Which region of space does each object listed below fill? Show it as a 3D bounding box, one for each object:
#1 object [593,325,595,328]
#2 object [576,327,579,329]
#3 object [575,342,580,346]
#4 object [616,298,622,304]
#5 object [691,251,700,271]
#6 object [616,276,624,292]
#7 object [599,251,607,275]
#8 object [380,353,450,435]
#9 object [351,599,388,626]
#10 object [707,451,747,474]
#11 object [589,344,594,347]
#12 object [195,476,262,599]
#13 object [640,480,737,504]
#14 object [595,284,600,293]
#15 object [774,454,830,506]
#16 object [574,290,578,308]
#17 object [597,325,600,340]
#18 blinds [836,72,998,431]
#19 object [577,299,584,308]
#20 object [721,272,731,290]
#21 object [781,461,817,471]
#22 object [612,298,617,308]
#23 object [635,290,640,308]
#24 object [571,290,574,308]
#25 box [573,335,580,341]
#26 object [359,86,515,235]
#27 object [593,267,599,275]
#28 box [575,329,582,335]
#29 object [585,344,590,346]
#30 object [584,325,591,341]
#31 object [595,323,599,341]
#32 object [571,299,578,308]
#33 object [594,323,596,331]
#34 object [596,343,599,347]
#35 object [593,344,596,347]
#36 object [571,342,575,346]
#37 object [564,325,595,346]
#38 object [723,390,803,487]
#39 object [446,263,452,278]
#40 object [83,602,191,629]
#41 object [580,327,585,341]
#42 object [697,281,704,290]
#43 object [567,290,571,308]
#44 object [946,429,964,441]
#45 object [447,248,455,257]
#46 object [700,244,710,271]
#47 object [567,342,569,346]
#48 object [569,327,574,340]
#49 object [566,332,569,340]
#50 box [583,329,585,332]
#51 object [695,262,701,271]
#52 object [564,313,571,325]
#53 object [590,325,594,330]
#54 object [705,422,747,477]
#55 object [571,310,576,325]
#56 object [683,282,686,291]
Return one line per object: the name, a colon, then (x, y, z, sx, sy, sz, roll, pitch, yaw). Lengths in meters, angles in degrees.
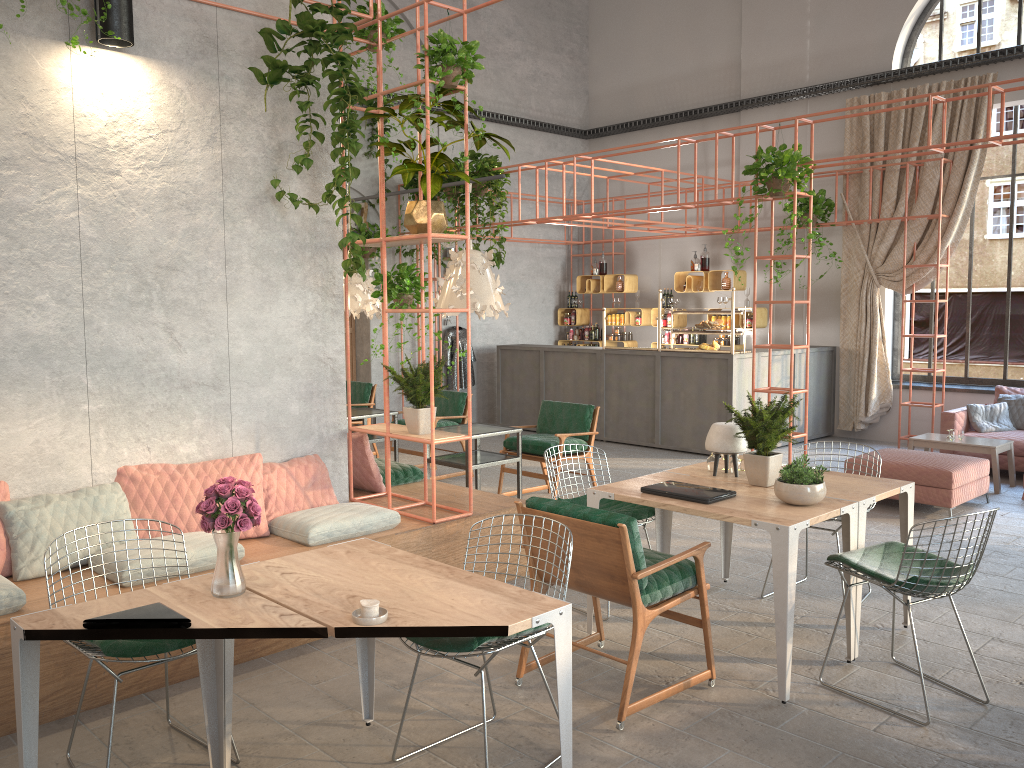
object: (1.329, -0.834, 14.421, 0.072, 0.248, 0.094, -5, 7, -44)
object: (1.081, -0.834, 14.667, 0.070, 0.209, 0.070, 2, 6, 29)
object: (1.083, -0.572, 14.707, 0.074, 0.243, 0.254, -2, 5, -13)
object: (1.670, -1.266, 13.838, 0.083, 0.159, 0.083, -4, 6, -35)
object: (2.681, -1.792, 12.961, 0.134, 0.301, 0.134, 3, 6, 35)
object: (1.695, -1.564, 13.898, 0.137, 0.261, 0.137, -1, 5, -8)
object: (1.455, -1.932, 14.173, 0.134, 0.386, 0.134, -1, 5, -10)
object: (-0.592, 0.060, 5.665, 0.438, 0.527, 0.368, -5, 7, -44)
object: (-0.453, 0.718, 2.827, 0.115, 0.078, 0.115, -4, 6, -38)
object: (1.284, 0.441, 5.300, 0.210, 0.154, 0.165, 3, 6, 36)
object: (1.288, -0.536, 14.417, 0.094, 0.219, 0.094, -5, 7, -44)
object: (-0.978, 0.527, 3.080, 0.225, 0.414, 0.213, 4, 7, 38)
object: (0.920, 0.564, 4.641, 0.268, 0.031, 0.427, -5, 7, -44)
object: (1.387, -1.523, 14.133, 0.123, 0.142, 0.141, -5, 7, -44)
object: (1.432, 0.473, 4.411, 0.248, 0.247, 0.254, -5, 7, -44)
object: (1.056, -1.401, 14.673, 0.066, 0.291, 0.066, -1, 5, -4)
object: (1.381, -0.838, 14.468, 0.072, 0.248, 0.094, -5, 7, -44)
blinds: (6.069, -1.431, 10.028, 0.414, 4.389, 4.957, -5, 7, -43)
object: (1.121, -1.323, 14.595, 0.115, 0.147, 0.115, 0, 5, 1)
object: (3.027, -1.452, 12.520, 0.137, 0.261, 0.137, -1, 5, -8)
object: (1.691, 0.496, 5.240, 0.218, 0.041, 0.218, -4, 6, -35)
object: (1.606, -1.271, 13.903, 0.083, 0.159, 0.083, -4, 6, -35)
object: (1.941, -1.315, 13.730, 0.075, 0.273, 0.075, 1, 5, 12)
object: (0.996, -1.396, 14.618, 0.066, 0.291, 0.066, -4, 6, -37)
box: (1.060, -0.759, 14.481, 0.058, 0.093, 0.122, -5, 7, -44)
object: (-0.472, -1.404, 5.546, 0.934, 0.947, 0.903, 0, 5, 8)
object: (1.333, -1.793, 14.109, 0.088, 0.123, 0.088, 1, 5, 12)
box: (1.086, -0.855, 14.503, 0.058, 0.093, 0.122, -4, 6, -32)
object: (1.223, -0.529, 14.354, 0.094, 0.219, 0.094, -1, 5, -11)
object: (1.228, -0.824, 14.319, 0.072, 0.248, 0.094, -5, 7, -44)
object: (1.356, -0.835, 14.186, 0.066, 0.291, 0.066, 3, 6, 30)
object: (1.026, -1.314, 14.504, 0.115, 0.147, 0.115, 0, 5, 1)
object: (1.354, -0.844, 14.307, 0.074, 0.287, 0.072, -2, 5, -12)
object: (1.370, -0.619, 14.205, 0.058, 0.059, 0.058, 0, 5, 1)
object: (1.369, -0.543, 14.495, 0.094, 0.219, 0.094, 3, 6, 35)
object: (1.015, -0.576, 14.763, 0.074, 0.243, 0.254, -2, 5, -13)
object: (1.088, -0.696, 14.490, 0.084, 0.529, 0.711, -5, 7, -41)
object: (1.377, 0.292, 4.837, 0.438, 0.527, 0.368, -5, 7, -44)
object: (-0.893, -1.631, 13.083, 0.136, 0.336, 0.145, -3, 6, -30)
object: (-1.112, 0.755, 2.692, 0.268, 0.031, 0.427, -5, 7, -44)
object: (1.149, -0.815, 14.394, 0.073, 0.219, 0.105, -4, 6, -38)
object: (2.719, -1.411, 12.755, 0.123, 0.142, 0.141, -5, 7, -44)
object: (0.941, -1.391, 14.564, 0.066, 0.291, 0.066, 1, 5, 16)
object: (4.437, 0.539, 8.937, 0.199, 0.145, 0.156, -3, 6, -29)
object: (-0.895, -1.932, 13.046, 0.133, 0.145, 0.133, 0, 5, 8)
object: (2.787, -1.820, 12.795, 0.134, 0.386, 0.134, 3, 6, 35)
object: (0.928, -0.568, 14.677, 0.074, 0.243, 0.072, -2, 5, -12)
object: (0.975, -0.824, 14.560, 0.070, 0.209, 0.070, 3, 6, 36)
object: (0.923, -0.790, 14.633, 0.073, 0.131, 0.073, -2, 5, -19)
box: (1.146, -0.860, 14.552, 0.058, 0.093, 0.122, -5, 7, -44)
object: (2.665, -1.681, 12.731, 0.088, 0.123, 0.088, 1, 5, 12)
object: (0.922, -1.072, 14.632, 0.131, 0.207, 0.131, 0, 5, 1)
object: (1.281, -0.829, 14.368, 0.072, 0.248, 0.094, -5, 7, -44)
object: (1.242, 0.384, 5.144, 0.241, 0.313, 0.241, 0, 5, 1)
object: (1.022, -1.087, 14.509, 0.072, 0.248, 0.094, -5, 7, -44)
object: (2.568, -1.436, 13.013, 0.097, 0.148, 0.097, 4, 7, 42)
